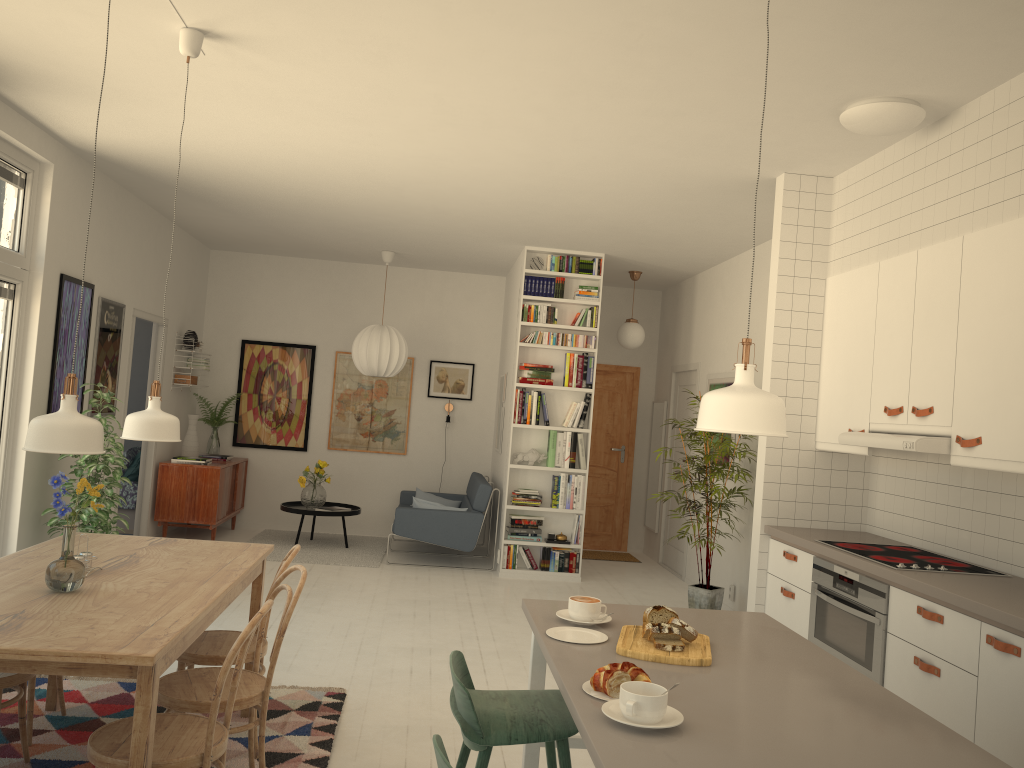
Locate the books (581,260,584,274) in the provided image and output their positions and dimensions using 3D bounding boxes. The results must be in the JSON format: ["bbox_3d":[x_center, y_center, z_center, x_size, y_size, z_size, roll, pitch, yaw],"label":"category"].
[{"bbox_3d":[0.617,-1.034,7.927,0.017,0.130,0.150,5,-2,-5],"label":"books"}]

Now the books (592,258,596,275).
[{"bbox_3d":[0.724,-1.036,7.937,0.019,0.157,0.150,5,-2,-5],"label":"books"}]

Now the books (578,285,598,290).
[{"bbox_3d":[0.678,-0.849,7.953,0.169,0.032,0.188,4,-2,0],"label":"books"}]

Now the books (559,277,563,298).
[{"bbox_3d":[0.424,-0.846,7.936,0.020,0.191,0.205,5,-2,-5],"label":"books"}]

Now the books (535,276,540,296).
[{"bbox_3d":[0.215,-0.857,7.917,0.034,0.179,0.188,5,-2,-5],"label":"books"}]

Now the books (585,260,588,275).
[{"bbox_3d":[0.652,-1.032,7.930,0.017,0.130,0.150,5,-2,-5],"label":"books"}]

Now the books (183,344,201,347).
[{"bbox_3d":[-3.119,-0.375,8.647,0.155,0.024,0.136,5,-2,-13],"label":"books"}]

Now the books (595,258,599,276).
[{"bbox_3d":[0.742,-1.035,7.976,0.020,0.156,0.229,5,-2,-5],"label":"books"}]

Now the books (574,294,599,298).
[{"bbox_3d":[0.659,-0.777,7.956,0.200,0.018,0.208,5,-2,-5],"label":"books"}]

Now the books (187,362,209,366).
[{"bbox_3d":[-3.163,-0.196,8.942,0.168,0.021,0.197,5,-2,-3],"label":"books"}]

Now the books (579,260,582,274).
[{"bbox_3d":[0.599,-1.036,7.925,0.017,0.130,0.150,5,-2,-5],"label":"books"}]

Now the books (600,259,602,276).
[{"bbox_3d":[0.778,-1.031,7.998,0.014,0.154,0.260,5,-2,-5],"label":"books"}]

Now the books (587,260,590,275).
[{"bbox_3d":[0.669,-1.030,7.932,0.017,0.130,0.150,5,-2,-5],"label":"books"}]

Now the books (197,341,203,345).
[{"bbox_3d":[-3.104,-0.404,8.644,0.178,0.036,0.145,5,-2,-12],"label":"books"}]

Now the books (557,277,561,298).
[{"bbox_3d":[0.403,-0.847,7.942,0.020,0.191,0.205,5,-2,-5],"label":"books"}]

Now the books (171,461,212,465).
[{"bbox_3d":[-2.970,0.726,8.234,0.320,0.020,0.237,5,-2,-9],"label":"books"}]

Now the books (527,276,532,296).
[{"bbox_3d":[0.145,-0.863,7.910,0.034,0.179,0.188,5,-2,-5],"label":"books"}]

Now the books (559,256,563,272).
[{"bbox_3d":[0.426,-1.057,7.926,0.028,0.147,0.192,5,-2,-5],"label":"books"}]

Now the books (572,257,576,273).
[{"bbox_3d":[0.539,-1.051,7.964,0.032,0.154,0.212,5,-2,-5],"label":"books"}]

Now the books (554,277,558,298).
[{"bbox_3d":[0.383,-0.849,7.943,0.020,0.191,0.205,5,-2,-5],"label":"books"}]

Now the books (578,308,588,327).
[{"bbox_3d":[0.629,-0.586,7.946,0.065,0.168,0.228,5,-2,-5],"label":"books"}]

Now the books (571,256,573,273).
[{"bbox_3d":[0.520,-1.052,7.951,0.009,0.151,0.208,5,-2,-5],"label":"books"}]

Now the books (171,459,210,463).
[{"bbox_3d":[-2.978,0.709,8.234,0.296,0.015,0.240,5,-2,-6],"label":"books"}]

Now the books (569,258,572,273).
[{"bbox_3d":[0.507,-1.046,7.942,0.019,0.137,0.201,5,-2,-5],"label":"books"}]

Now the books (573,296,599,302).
[{"bbox_3d":[0.655,-0.749,7.956,0.214,0.038,0.222,5,-2,-5],"label":"books"}]

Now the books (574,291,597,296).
[{"bbox_3d":[0.649,-0.803,7.955,0.173,0.030,0.199,5,-2,-15],"label":"books"}]

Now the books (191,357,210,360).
[{"bbox_3d":[-3.147,-0.259,8.952,0.147,0.016,0.195,5,-2,-8],"label":"books"}]

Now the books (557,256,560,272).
[{"bbox_3d":[0.401,-1.056,7.943,0.018,0.141,0.206,5,-2,-5],"label":"books"}]

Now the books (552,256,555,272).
[{"bbox_3d":[0.359,-1.059,7.910,0.023,0.137,0.161,5,-2,-5],"label":"books"}]

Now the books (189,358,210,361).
[{"bbox_3d":[-3.154,-0.246,8.953,0.153,0.013,0.197,5,-2,-3],"label":"books"}]

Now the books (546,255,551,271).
[{"bbox_3d":[0.321,-1.068,7.915,0.026,0.149,0.155,5,-2,-5],"label":"books"}]

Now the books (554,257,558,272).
[{"bbox_3d":[0.379,-1.053,7.955,0.025,0.131,0.253,5,-2,-5],"label":"books"}]

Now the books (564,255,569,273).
[{"bbox_3d":[0.473,-1.058,7.955,0.024,0.156,0.227,5,-2,-5],"label":"books"}]

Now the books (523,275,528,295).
[{"bbox_3d":[0.110,-0.866,7.907,0.034,0.179,0.188,5,-2,-5],"label":"books"}]

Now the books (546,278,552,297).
[{"bbox_3d":[0.319,-0.849,7.926,0.034,0.179,0.188,5,-2,-5],"label":"books"}]

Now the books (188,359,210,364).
[{"bbox_3d":[-3.157,-0.229,8.945,0.173,0.023,0.190,5,-2,-6],"label":"books"}]

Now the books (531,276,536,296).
[{"bbox_3d":[0.180,-0.860,7.913,0.034,0.179,0.188,5,-2,-5],"label":"books"}]

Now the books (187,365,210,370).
[{"bbox_3d":[-3.160,-0.167,8.950,0.179,0.038,0.190,5,-2,-6],"label":"books"}]

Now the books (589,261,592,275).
[{"bbox_3d":[0.686,-1.029,7.933,0.017,0.130,0.150,5,-2,-5],"label":"books"}]

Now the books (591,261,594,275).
[{"bbox_3d":[0.704,-1.027,7.935,0.017,0.130,0.150,5,-2,-5],"label":"books"}]

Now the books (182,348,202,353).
[{"bbox_3d":[-3.121,-0.329,8.650,0.159,0.028,0.146,5,-2,-9],"label":"books"}]

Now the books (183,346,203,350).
[{"bbox_3d":[-3.111,-0.352,8.654,0.158,0.019,0.131,5,-2,-4],"label":"books"}]

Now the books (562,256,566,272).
[{"bbox_3d":[0.450,-1.056,7.945,0.024,0.148,0.188,5,-2,-5],"label":"books"}]

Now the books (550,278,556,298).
[{"bbox_3d":[0.354,-0.846,7.930,0.034,0.179,0.188,5,-2,-5],"label":"books"}]

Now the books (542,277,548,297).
[{"bbox_3d":[0.284,-0.852,7.923,0.034,0.179,0.188,5,-2,-5],"label":"books"}]

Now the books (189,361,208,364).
[{"bbox_3d":[-3.163,-0.212,8.959,0.147,0.012,0.195,5,-2,-8],"label":"books"}]

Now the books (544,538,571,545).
[{"bbox_3d":[0.400,1.386,7.808,0.214,0.023,0.130,5,-2,-5],"label":"books"}]

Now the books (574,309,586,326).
[{"bbox_3d":[0.595,-0.586,7.956,0.092,0.165,0.222,5,-2,-5],"label":"books"}]

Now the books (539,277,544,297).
[{"bbox_3d":[0.249,-0.854,7.920,0.034,0.179,0.188,5,-2,-5],"label":"books"}]

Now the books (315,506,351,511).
[{"bbox_3d":[-1.700,1.200,8.442,0.200,0.031,0.289,4,-2,29],"label":"books"}]

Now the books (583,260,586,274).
[{"bbox_3d":[0.634,-1.033,7.928,0.017,0.130,0.150,5,-2,-5],"label":"books"}]

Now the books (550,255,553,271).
[{"bbox_3d":[0.339,-1.064,7.934,0.013,0.146,0.208,5,-2,-5],"label":"books"}]

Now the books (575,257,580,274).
[{"bbox_3d":[0.572,-1.049,7.951,0.032,0.152,0.200,5,-2,-5],"label":"books"}]

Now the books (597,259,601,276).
[{"bbox_3d":[0.763,-1.031,7.975,0.021,0.151,0.228,5,-2,-5],"label":"books"}]

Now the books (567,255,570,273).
[{"bbox_3d":[0.491,-1.057,7.952,0.012,0.158,0.220,5,-2,-5],"label":"books"}]

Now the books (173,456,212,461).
[{"bbox_3d":[-2.966,0.695,8.235,0.311,0.015,0.192,5,-2,-2],"label":"books"}]

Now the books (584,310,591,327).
[{"bbox_3d":[0.673,-0.574,7.946,0.030,0.153,0.199,5,-2,-5],"label":"books"}]

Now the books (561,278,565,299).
[{"bbox_3d":[0.443,-0.844,7.949,0.020,0.191,0.205,5,-2,-5],"label":"books"}]

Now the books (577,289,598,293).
[{"bbox_3d":[0.669,-0.826,7.935,0.179,0.016,0.208,4,-2,0],"label":"books"}]
